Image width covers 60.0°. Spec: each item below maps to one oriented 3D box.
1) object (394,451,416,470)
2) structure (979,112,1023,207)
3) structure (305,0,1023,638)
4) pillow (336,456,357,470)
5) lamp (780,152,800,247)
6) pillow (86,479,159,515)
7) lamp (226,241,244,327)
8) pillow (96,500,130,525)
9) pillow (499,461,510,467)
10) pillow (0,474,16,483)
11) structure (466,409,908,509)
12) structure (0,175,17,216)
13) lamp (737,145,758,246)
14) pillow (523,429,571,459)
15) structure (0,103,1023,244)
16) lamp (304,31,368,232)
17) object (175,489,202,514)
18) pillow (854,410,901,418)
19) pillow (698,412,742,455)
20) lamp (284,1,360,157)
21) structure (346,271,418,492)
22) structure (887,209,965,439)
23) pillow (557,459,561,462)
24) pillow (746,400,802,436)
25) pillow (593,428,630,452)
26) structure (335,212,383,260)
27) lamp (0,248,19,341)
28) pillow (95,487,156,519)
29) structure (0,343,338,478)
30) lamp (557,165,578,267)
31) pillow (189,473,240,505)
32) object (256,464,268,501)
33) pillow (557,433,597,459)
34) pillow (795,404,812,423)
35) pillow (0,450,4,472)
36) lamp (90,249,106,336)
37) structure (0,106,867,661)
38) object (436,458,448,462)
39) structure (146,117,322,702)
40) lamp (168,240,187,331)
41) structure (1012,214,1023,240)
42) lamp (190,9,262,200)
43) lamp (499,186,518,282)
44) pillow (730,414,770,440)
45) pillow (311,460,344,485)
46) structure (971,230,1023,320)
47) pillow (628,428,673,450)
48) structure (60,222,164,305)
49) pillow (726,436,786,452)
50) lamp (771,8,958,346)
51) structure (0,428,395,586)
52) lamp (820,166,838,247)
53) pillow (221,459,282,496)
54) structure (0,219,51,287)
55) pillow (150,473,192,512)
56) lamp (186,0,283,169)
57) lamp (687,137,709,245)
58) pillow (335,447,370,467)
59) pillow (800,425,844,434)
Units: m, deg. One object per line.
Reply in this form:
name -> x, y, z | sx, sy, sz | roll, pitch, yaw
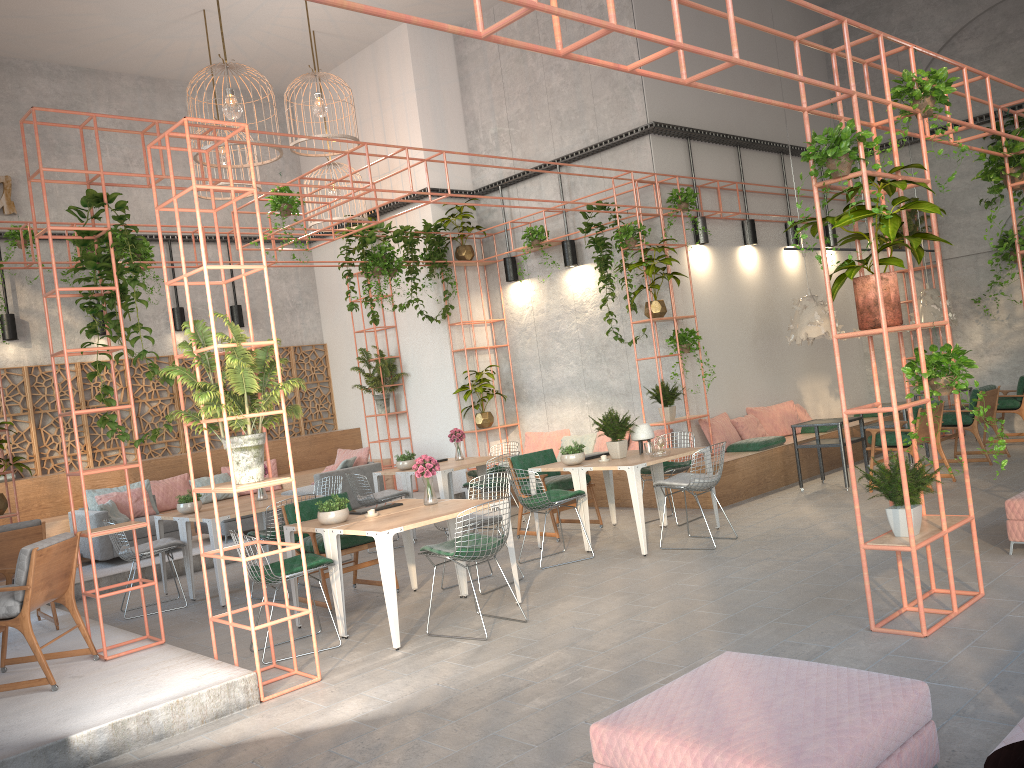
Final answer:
object -> -1.310, 0.930, 10.903 | 0.254, 0.247, 0.248 | -8, 0, -43
structure -> 7.605, -3.219, 12.501 | 1.939, 1.514, 0.856 | -7, 0, 41
structure -> 4.678, -0.711, 5.543 | 14.689, 4.247, 4.157 | -8, 0, -43
pillow -> -2.374, 1.228, 12.510 | 0.308, 0.349, 0.495 | -7, 0, 7
lamp -> 4.181, -2.804, 13.452 | 0.179, 1.425, 0.185 | -8, 0, -43
pillow -> -5.033, 1.532, 11.446 | 0.839, 0.474, 0.276 | -8, 0, -43
lamp -> -4.601, -1.645, 14.625 | 0.179, 1.436, 0.185 | -8, 0, -43
pillow -> -4.899, 1.597, 10.946 | 0.307, 0.324, 0.499 | -8, 0, -8
pillow -> 0.170, 1.155, 12.835 | 0.491, 0.149, 0.637 | -8, 0, -42
pillow -> -6.897, 1.266, 11.592 | 0.637, 0.149, 0.491 | -8, 0, -42
structure -> 2.932, 1.089, 13.690 | 5.831, 0.500, 4.386 | -8, 0, -43
structure -> -7.726, -2.627, 11.963 | 1.807, 0.695, 0.087 | -8, 0, -43
lamp -> 3.314, -2.688, 12.634 | 0.179, 1.425, 0.185 | -8, 0, -43
pillow -> 0.502, 0.922, 13.070 | 0.839, 0.474, 0.276 | -7, 0, 37
structure -> 0.539, -3.062, 9.188 | 15.203, 0.110, 15.603 | -8, 0, -43
lamp -> -2.806, -4.082, 13.212 | 0.883, 3.476, 0.883 | -7, 0, 9
object -> -3.290, 1.194, 9.037 | 0.252, 0.247, 0.247 | -8, 0, -43
pillow -> 5.653, 0.432, 13.689 | 0.637, 0.149, 0.491 | -8, 0, -42
pillow -> 2.726, 0.634, 11.533 | 0.276, 0.474, 0.839 | -7, 0, 37
lamp -> -2.610, -4.745, 11.319 | 0.883, 3.476, 0.883 | -7, 0, 9
structure -> -2.094, -0.020, 14.284 | 0.424, 3.596, 0.624 | -8, 0, -43
structure -> 6.447, -0.937, 13.864 | 0.430, 3.597, 0.630 | -8, 0, -43
pillow -> 0.880, 1.063, 12.069 | 0.491, 0.149, 0.637 | -8, 0, -42
pillow -> 3.684, 0.507, 12.376 | 0.839, 0.474, 0.276 | -8, 0, -23
pillow -> 1.338, 0.814, 12.104 | 0.276, 0.474, 0.839 | -8, 0, -23
structure -> -2.455, -2.337, 14.132 | 0.903, 0.803, 0.934 | -7, 0, 18
lamp -> -7.059, -1.317, 12.309 | 0.185, 1.436, 0.185 | -7, 0, -2
pillow -> -4.937, 1.551, 11.327 | 0.666, 0.385, 0.289 | -8, 0, -43
structure -> -6.212, 0.728, 12.976 | 9.782, 2.103, 0.132 | -8, 0, -43
lamp -> 0.732, -2.348, 12.331 | 0.185, 1.425, 0.179 | -8, 0, -43
pillow -> -4.404, 1.544, 13.113 | 0.289, 0.385, 0.666 | -7, 0, 42
object -> -2.677, 1.028, 9.399 | 0.213, 0.414, 0.225 | -7, 0, 39
pillow -> 0.928, 0.916, 12.586 | 0.666, 0.385, 0.289 | -7, 0, 42
pillow -> 4.141, 0.492, 12.831 | 0.289, 0.385, 0.666 | -7, 0, 42
pillow -> -7.050, 1.078, 11.854 | 0.499, 0.324, 0.307 | -8, 0, -28
lamp -> -6.172, -1.435, 13.145 | 0.185, 1.436, 0.185 | -7, 0, -2
structure -> 0.648, -0.756, 12.146 | 14.096, 4.345, 4.501 | -8, 0, -44
object -> -1.068, 1.006, 11.412 | 0.427, 0.031, 0.268 | -8, 0, -43
structure -> -1.814, 0.163, 5.763 | 0.424, 3.602, 0.624 | -8, 0, -43
lamp -> -5.311, -1.550, 13.957 | 0.185, 1.436, 0.185 | -7, 0, -2
structure -> 7.787, -2.398, 12.579 | 0.063, 0.505, 1.312 | -8, 0, -43
lamp -> -4.092, -4.332, 12.082 | 0.883, 3.476, 0.883 | -7, 0, 9
lamp -> -0.086, -2.242, 13.214 | 0.185, 1.425, 0.179 | -8, 0, -43
pillow -> 3.212, 0.616, 11.956 | 0.289, 0.385, 0.666 | -7, 0, 42
pillow -> -2.637, 1.281, 12.877 | 0.479, 0.317, 0.441 | -7, 0, 28
structure -> 7.424, -1.735, 13.137 | 0.950, 1.527, 0.921 | -8, 0, -10
pillow -> 1.796, 0.803, 11.649 | 0.666, 0.385, 0.289 | -7, 0, 42
structure -> -5.690, -1.726, 12.586 | 1.434, 1.290, 0.670 | -8, 0, -43
pillow -> 3.115, 0.770, 11.297 | 0.637, 0.149, 0.491 | -8, 0, -42
lamp -> 4.656, -2.644, 11.788 | 4.456, 4.052, 0.704 | -8, 0, -43
structure -> -5.161, 1.650, 11.553 | 9.152, 1.111, 3.396 | -8, 0, -43
lamp -> 5.057, -2.921, 14.276 | 0.179, 1.425, 0.185 | -8, 0, -43
pillow -> -3.983, 1.441, 13.544 | 0.839, 0.474, 0.276 | -8, 0, -23
structure -> -6.574, -1.769, 11.838 | 0.605, 0.972, 0.587 | -8, 0, -45
pillow -> -4.911, 1.565, 12.670 | 0.276, 0.474, 0.839 | -7, 0, 37
lamp -> -3.020, -4.046, 9.063 | 0.883, 3.476, 0.883 | -7, 0, 9
lamp -> 2.439, -2.572, 11.810 | 0.179, 1.425, 0.185 | -8, 0, -43
pillow -> -2.371, 1.181, 12.973 | 0.273, 0.476, 0.836 | -8, 0, -43
pillow -> 4.369, 0.603, 12.479 | 0.637, 0.149, 0.491 | -8, 0, -42
